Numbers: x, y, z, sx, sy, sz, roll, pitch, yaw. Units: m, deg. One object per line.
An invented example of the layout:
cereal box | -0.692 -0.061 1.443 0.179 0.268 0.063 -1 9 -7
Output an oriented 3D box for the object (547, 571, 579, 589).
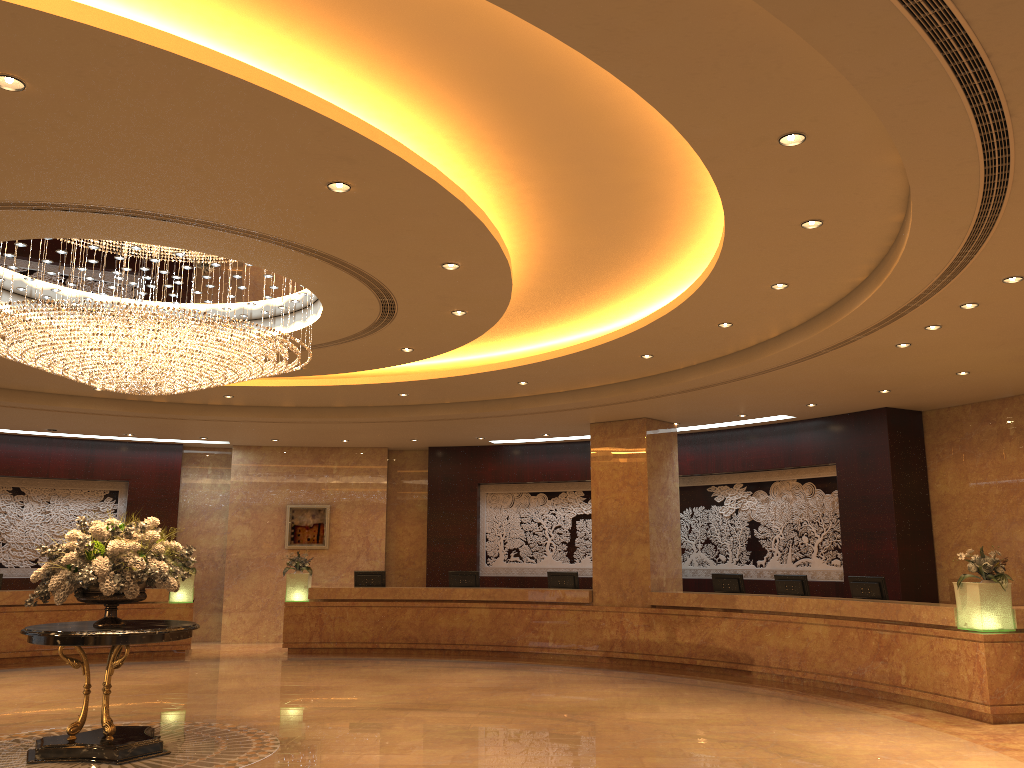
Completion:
object | 0.909 3.580 15.720 0.430 0.500 0.531 5 -12 -25

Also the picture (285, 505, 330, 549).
picture | -4.221 2.947 18.309 0.875 0.890 0.068 1 -11 -6

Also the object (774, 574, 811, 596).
object | 4.096 3.037 12.942 0.430 0.500 0.531 -1 -11 5

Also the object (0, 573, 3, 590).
object | -8.831 3.406 14.751 0.531 0.500 0.430 1 -11 -5

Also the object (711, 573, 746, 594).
object | 3.383 3.212 13.835 0.430 0.500 0.531 0 -11 -1

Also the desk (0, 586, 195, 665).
desk | -7.973 4.074 15.011 5.227 1.155 1.570 7 -13 -32

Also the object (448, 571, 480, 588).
object | -0.886 3.711 16.392 0.430 0.500 0.531 8 -14 -36

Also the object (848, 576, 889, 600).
object | 4.762 2.819 11.825 0.430 0.500 0.531 -2 -11 10

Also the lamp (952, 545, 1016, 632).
lamp | 5.135 2.196 9.567 0.532 0.897 0.606 4 -12 -18

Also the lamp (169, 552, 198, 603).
lamp | -5.923 3.448 15.916 0.570 0.923 0.580 0 -11 -1

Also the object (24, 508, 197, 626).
object | -3.652 1.716 8.217 1.277 0.999 1.318 -7 -13 32

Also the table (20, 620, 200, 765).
table | -3.634 2.733 7.987 1.493 1.089 1.493 1 -11 -4

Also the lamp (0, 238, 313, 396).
lamp | -3.578 -0.495 8.616 3.206 1.196 3.204 -9 -14 38

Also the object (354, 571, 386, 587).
object | -2.675 3.766 16.675 0.531 0.500 0.430 -9 -14 39

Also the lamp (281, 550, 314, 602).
lamp | -3.917 3.528 16.322 0.577 0.925 0.542 -1 -11 4

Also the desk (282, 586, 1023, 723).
desk | 1.462 3.863 13.931 12.951 1.155 3.466 -8 -14 36
